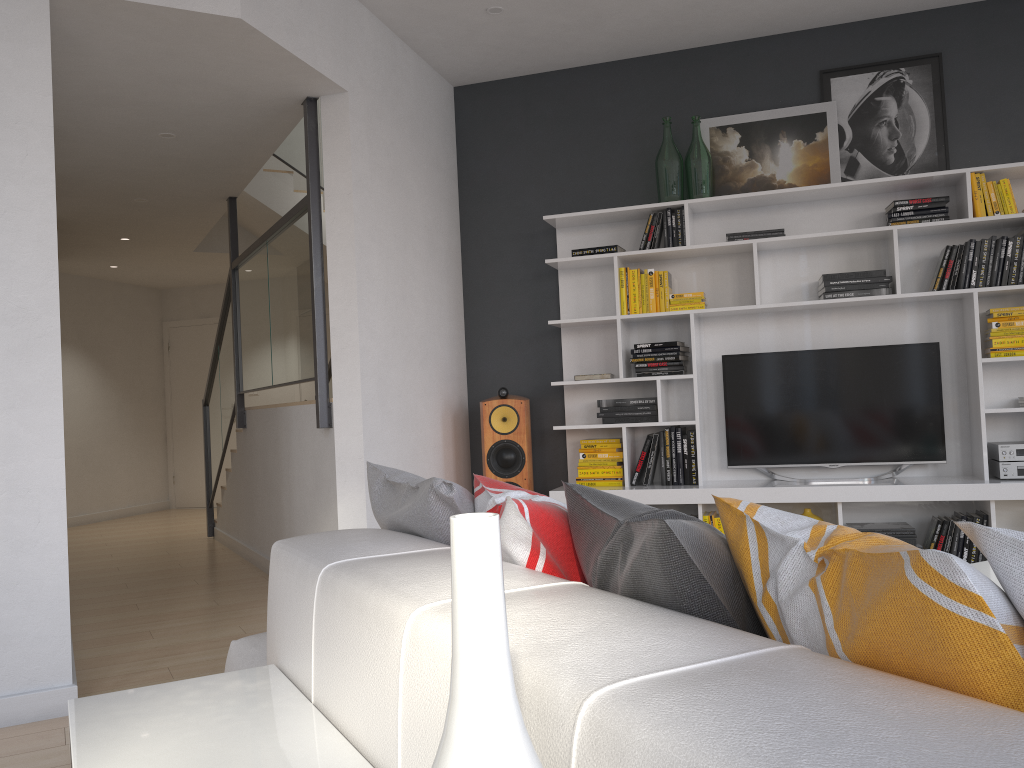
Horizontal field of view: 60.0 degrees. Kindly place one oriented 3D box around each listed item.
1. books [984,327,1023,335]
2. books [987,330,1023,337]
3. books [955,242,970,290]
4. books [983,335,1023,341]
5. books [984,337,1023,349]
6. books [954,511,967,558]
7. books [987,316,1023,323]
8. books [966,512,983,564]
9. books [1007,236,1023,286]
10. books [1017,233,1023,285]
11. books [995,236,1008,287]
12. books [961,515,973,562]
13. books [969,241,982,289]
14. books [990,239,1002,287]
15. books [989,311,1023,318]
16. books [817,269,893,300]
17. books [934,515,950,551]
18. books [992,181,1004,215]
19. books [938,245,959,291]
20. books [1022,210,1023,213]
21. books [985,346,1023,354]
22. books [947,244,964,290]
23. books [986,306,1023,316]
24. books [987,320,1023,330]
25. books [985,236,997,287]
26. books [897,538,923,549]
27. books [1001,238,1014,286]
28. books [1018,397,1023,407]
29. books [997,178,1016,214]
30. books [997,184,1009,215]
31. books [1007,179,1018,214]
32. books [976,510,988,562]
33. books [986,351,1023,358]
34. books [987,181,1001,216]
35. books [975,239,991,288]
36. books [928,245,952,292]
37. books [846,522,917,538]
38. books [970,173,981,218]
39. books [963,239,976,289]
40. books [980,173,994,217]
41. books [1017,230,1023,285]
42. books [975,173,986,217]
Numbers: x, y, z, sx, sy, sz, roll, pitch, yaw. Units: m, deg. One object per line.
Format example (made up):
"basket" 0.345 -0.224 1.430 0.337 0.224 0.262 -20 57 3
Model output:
"books" 2.546 -0.273 4.497 0.239 0.019 0.171 -3 -2 17
"books" 2.530 -0.253 4.484 0.217 0.023 0.145 -3 -2 21
"books" 2.290 -0.590 4.516 0.069 0.242 0.172 -3 -2 18
"books" 2.546 -0.236 4.500 0.251 0.014 0.189 -3 -2 20
"books" 2.546 -0.208 4.485 0.243 0.042 0.189 -3 -2 17
"books" 2.238 0.777 4.459 0.075 0.254 0.192 -3 -2 16
"books" 2.547 -0.327 4.498 0.227 0.022 0.160 -4 -2 33
"books" 2.299 0.776 4.438 0.084 0.249 0.191 -3 -2 17
"books" 2.515 -0.607 4.469 0.084 0.249 0.191 -3 -2 17
"books" 2.548 -0.614 4.460 0.066 0.260 0.197 -3 -2 17
"books" 2.455 -0.606 4.490 0.075 0.254 0.192 -3 -2 16
"books" 2.262 0.783 4.444 0.068 0.243 0.179 -3 -2 16
"books" 2.343 -0.593 4.521 0.068 0.243 0.179 -3 -2 16
"books" 2.425 -0.598 4.471 0.069 0.242 0.172 -3 -2 18
"books" 2.553 -0.351 4.492 0.223 0.023 0.163 -3 -2 21
"books" 1.820 -0.512 4.720 0.343 0.137 0.277 -3 -2 12
"books" 2.153 0.793 4.485 0.096 0.234 0.187 -3 -2 18
"books" 2.429 -0.919 4.453 0.044 0.178 0.128 -3 -2 17
"books" 2.235 -0.583 4.561 0.096 0.234 0.187 -3 -2 18
"books" 2.706 -0.883 4.421 0.257 0.024 0.203 -3 -2 20
"books" 2.545 -0.174 4.480 0.257 0.024 0.203 -3 -2 20
"books" 2.261 -0.585 4.539 0.081 0.233 0.169 -3 -2 16
"books" 2.549 -0.373 4.517 0.223 0.023 0.163 -3 -2 21
"books" 2.554 -0.300 4.493 0.239 0.033 0.176 -3 -2 20
"books" 2.412 -0.606 4.505 0.066 0.260 0.197 -3 -2 17
"books" 1.914 0.853 4.585 0.343 0.137 0.277 -3 -2 12
"books" 2.476 -0.603 4.469 0.071 0.243 0.179 -3 -2 16
"books" 2.724 0.083 4.415 0.310 0.047 0.250 -3 -2 13
"books" 2.470 -0.924 4.443 0.064 0.184 0.141 -3 -2 18
"books" 2.443 -0.911 4.436 0.046 0.161 0.108 -3 -2 16
"books" 2.494 -0.926 4.445 0.044 0.184 0.142 -3 -2 18
"books" 2.331 0.769 4.429 0.066 0.260 0.197 -3 -2 17
"books" 2.546 -0.149 4.470 0.257 0.028 0.194 -3 -2 22
"books" 2.412 -0.919 4.466 0.054 0.180 0.132 -3 -2 17
"books" 2.380 -0.600 4.514 0.084 0.249 0.191 -3 -2 17
"books" 2.201 -0.582 4.566 0.104 0.234 0.182 -3 -2 17
"books" 1.910 0.761 4.610 0.310 0.047 0.250 -3 -2 13
"books" 2.329 -0.939 4.486 0.041 0.229 0.161 -3 -2 16
"books" 2.319 -0.598 4.535 0.075 0.254 0.192 -3 -2 16
"books" 2.387 -0.939 4.497 0.054 0.224 0.164 -3 -2 16
"books" 2.648 -0.644 4.458 0.128 0.321 0.259 -3 -2 17
"books" 2.356 -0.938 4.497 0.041 0.224 0.163 -3 -2 16
